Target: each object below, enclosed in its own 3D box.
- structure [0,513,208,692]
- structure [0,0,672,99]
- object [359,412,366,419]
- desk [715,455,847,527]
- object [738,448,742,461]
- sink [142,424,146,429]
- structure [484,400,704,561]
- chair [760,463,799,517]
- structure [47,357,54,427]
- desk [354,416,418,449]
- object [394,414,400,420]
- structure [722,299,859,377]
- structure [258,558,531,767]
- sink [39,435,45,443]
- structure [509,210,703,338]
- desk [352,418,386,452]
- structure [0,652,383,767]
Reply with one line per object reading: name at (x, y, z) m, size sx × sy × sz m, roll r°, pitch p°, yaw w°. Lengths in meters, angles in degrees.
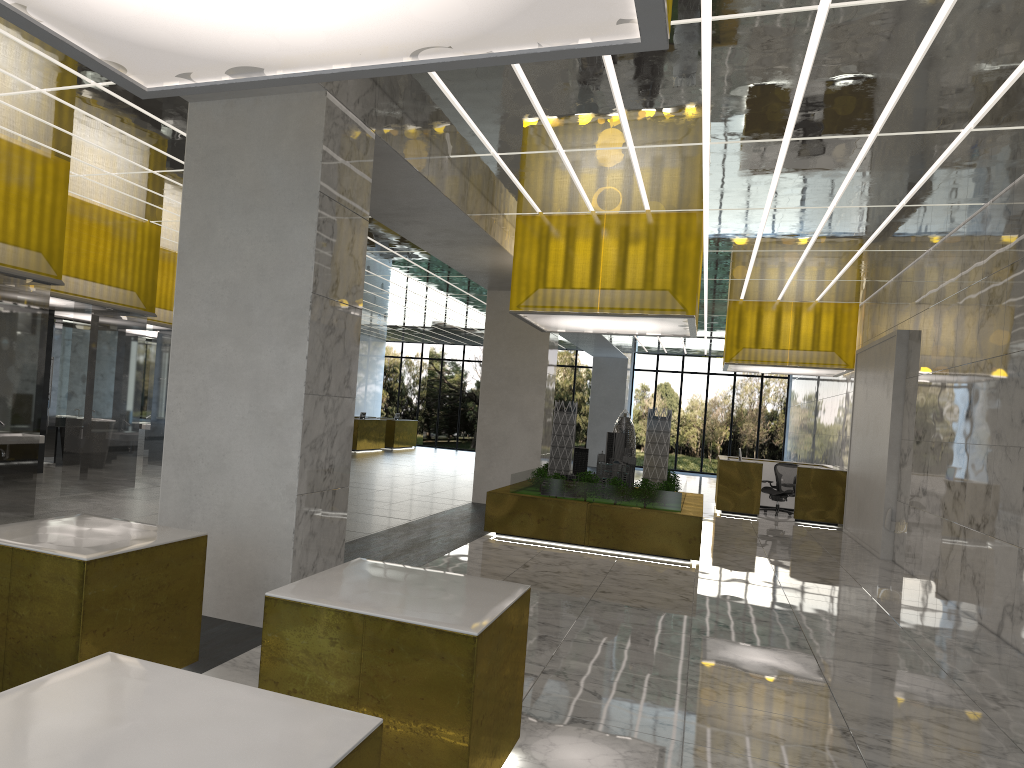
structure at (-3.347, 1.736, 6.612) m, size 1.400 × 1.173 × 1.414 m, roll 4°, pitch -1°, yaw 18°
structure at (-1.059, -2.907, 3.176) m, size 3.339 × 2.269 × 3.177 m, roll 4°, pitch -1°, yaw 18°
object at (-7.223, 1.662, 40.502) m, size 0.564 × 0.667 × 0.735 m, roll 4°, pitch -1°, yaw 17°
desk at (7.562, 2.997, 24.492) m, size 3.299 × 1.508 × 3.413 m, roll 4°, pitch -2°, yaw 18°
object at (6.771, 2.227, 24.871) m, size 0.564 × 0.667 × 0.735 m, roll 4°, pitch -1°, yaw 17°
sink at (-11.447, 1.334, 27.851) m, size 0.895 × 1.053 × 1.361 m, roll 4°, pitch -1°, yaw 16°
structure at (1.962, 1.700, 17.531) m, size 3.965 × 2.570 × 5.050 m, roll 4°, pitch -2°, yaw 17°
chair at (7.654, 2.992, 24.301) m, size 1.195 × 1.493 × 0.967 m, roll 4°, pitch -1°, yaw 42°
structure at (-12.076, 0.205, 22.008) m, size 0.226 × 1.853 × 0.451 m, roll 4°, pitch 0°, yaw 7°
desk at (-7.084, 2.559, 45.454) m, size 3.299 × 1.508 × 3.413 m, roll 4°, pitch -2°, yaw 18°
object at (-6.178, 1.897, 45.114) m, size 0.564 × 0.667 × 0.736 m, roll 4°, pitch -1°, yaw 17°
structure at (7.858, -1.504, 24.520) m, size 3.340 × 2.269 × 3.053 m, roll 4°, pitch -1°, yaw 18°
structure at (-0.712, 1.903, 5.496) m, size 1.400 × 1.173 × 1.414 m, roll 4°, pitch -1°, yaw 18°
sink at (-10.656, 1.065, 17.946) m, size 0.895 × 1.053 × 1.361 m, roll 4°, pitch -1°, yaw 16°
structure at (1.923, -2.238, 16.331) m, size 3.340 × 2.269 × 3.178 m, roll 4°, pitch -1°, yaw 18°
desk at (-8.120, 2.327, 40.882) m, size 3.299 × 1.508 × 3.413 m, roll 4°, pitch -2°, yaw 18°
structure at (-1.326, 1.765, 2.789) m, size 1.400 × 1.173 × 1.414 m, roll 4°, pitch -1°, yaw 18°
